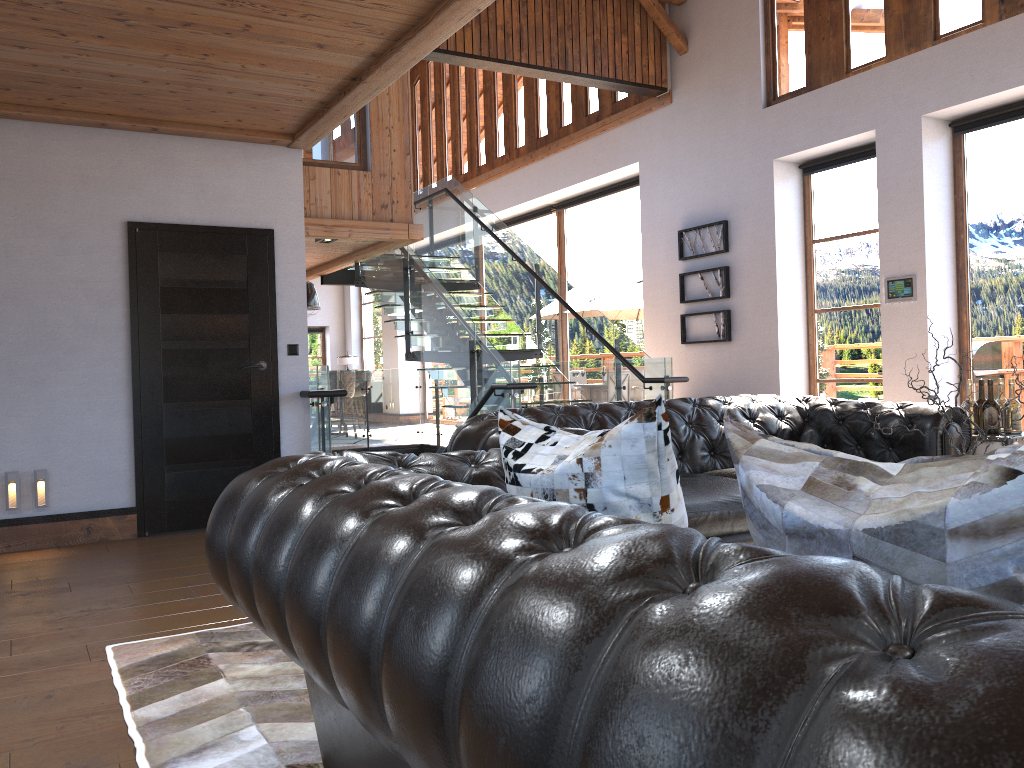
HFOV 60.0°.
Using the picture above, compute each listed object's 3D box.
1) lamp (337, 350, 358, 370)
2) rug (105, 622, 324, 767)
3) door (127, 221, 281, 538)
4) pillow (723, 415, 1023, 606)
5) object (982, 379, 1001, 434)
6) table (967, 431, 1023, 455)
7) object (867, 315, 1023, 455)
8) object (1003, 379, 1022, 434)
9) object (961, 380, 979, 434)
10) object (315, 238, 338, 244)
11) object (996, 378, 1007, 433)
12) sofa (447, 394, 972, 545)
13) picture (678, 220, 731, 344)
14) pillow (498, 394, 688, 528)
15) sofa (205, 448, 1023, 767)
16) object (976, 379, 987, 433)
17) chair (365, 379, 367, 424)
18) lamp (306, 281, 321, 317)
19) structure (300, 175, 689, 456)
[{"bbox_3d":[-3.683,-0.398,19.907,0.474,0.725,0.466,-2,0,-21],"label":"lamp"},{"bbox_3d":[0.470,0.935,2.222,2.457,0.053,4.002,-2,1,-29],"label":"rug"},{"bbox_3d":[-2.062,-0.043,6.004,0.951,2.055,0.142,-2,0,-30],"label":"door"},{"bbox_3d":[0.490,0.247,1.082,0.286,0.469,0.523,-2,1,-27],"label":"pillow"},{"bbox_3d":[2.512,0.118,4.649,0.086,0.286,0.088,-2,0,38],"label":"object"},{"bbox_3d":[2.551,0.560,4.672,0.410,0.609,0.413,-2,0,-30],"label":"table"},{"bbox_3d":[1.465,0.160,2.890,0.409,0.808,0.615,-2,0,-18],"label":"object"},{"bbox_3d":[2.599,0.116,4.607,0.088,0.286,0.086,-2,0,-20],"label":"object"},{"bbox_3d":[2.427,0.119,4.699,0.086,0.286,0.089,-2,0,37],"label":"object"},{"bbox_3d":[-1.815,-1.428,8.667,0.157,0.068,0.258,-2,1,-30],"label":"object"},{"bbox_3d":[2.608,0.114,4.724,0.088,0.286,0.087,-2,0,-17],"label":"object"},{"bbox_3d":[0.959,0.496,4.343,2.594,0.838,1.226,-2,1,-30],"label":"sofa"},{"bbox_3d":[2.148,-1.116,9.925,0.060,1.312,0.766,-2,0,-29],"label":"picture"},{"bbox_3d":[0.161,0.249,1.669,0.286,0.469,0.523,-2,1,-27],"label":"pillow"},{"bbox_3d":[0.309,0.557,1.525,1.253,0.838,2.538,-2,1,-30],"label":"sofa"},{"bbox_3d":[2.519,0.116,4.747,0.087,0.286,0.088,-2,0,10],"label":"object"},{"bbox_3d":[-2.695,0.320,15.350,0.573,1.092,0.500,-2,0,-21],"label":"chair"},{"bbox_3d":[-3.649,-3.482,15.147,0.617,4.685,0.625,-2,0,15],"label":"lamp"},{"bbox_3d":[0.521,0.430,11.907,9.309,6.398,10.910,-2,1,-30],"label":"structure"}]
